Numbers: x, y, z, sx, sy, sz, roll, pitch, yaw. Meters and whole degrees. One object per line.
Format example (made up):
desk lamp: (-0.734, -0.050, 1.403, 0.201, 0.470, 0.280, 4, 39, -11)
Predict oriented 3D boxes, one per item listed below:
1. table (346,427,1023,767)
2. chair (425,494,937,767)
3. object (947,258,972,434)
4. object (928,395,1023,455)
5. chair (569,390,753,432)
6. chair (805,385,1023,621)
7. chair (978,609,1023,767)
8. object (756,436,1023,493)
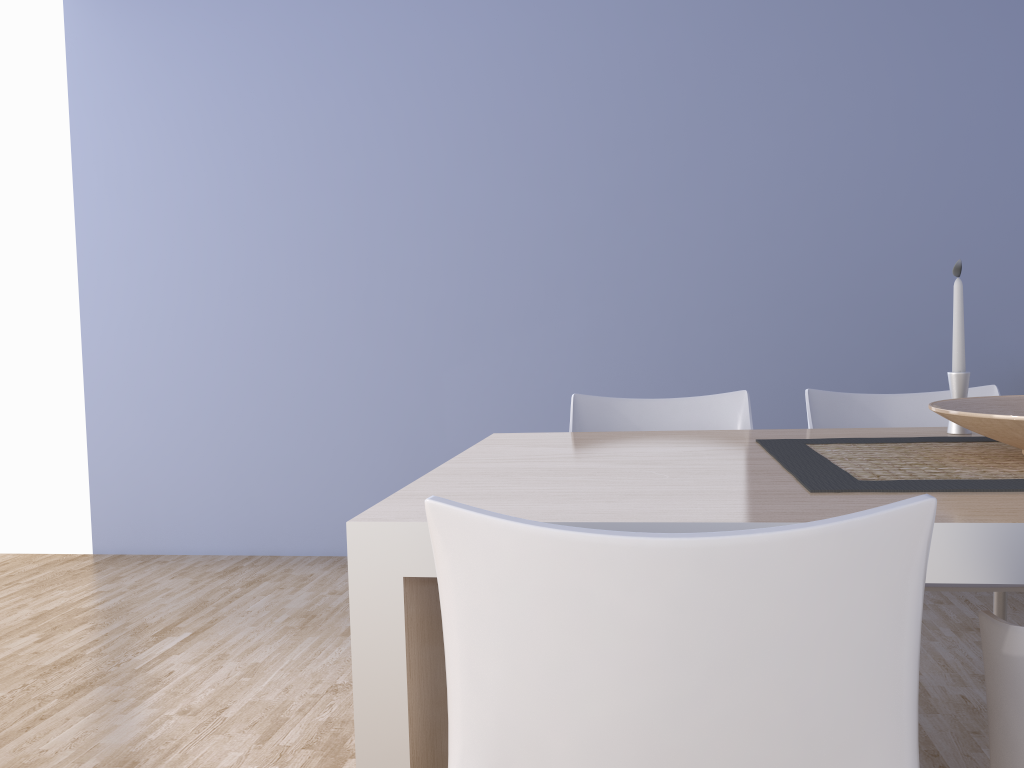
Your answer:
table: (1.043, 0.473, 1.401, 2.340, 0.718, 1.002, -1, 3, 9)
chair: (0.175, 0.484, 0.957, 0.510, 0.793, 0.486, -1, 3, 9)
object: (0.893, -0.076, 1.772, 0.045, 0.349, 0.045, -4, 4, -39)
object: (0.927, 0.073, 1.393, 0.493, 0.081, 0.493, 0, 3, 28)
chair: (0.355, 0.424, 2.088, 0.510, 0.793, 0.486, -1, 3, 9)
chair: (0.922, 0.411, 1.997, 0.510, 0.793, 0.486, -1, 3, 9)
chair: (0.763, 0.470, 0.863, 0.510, 0.793, 0.486, -1, 3, 10)
object: (0.926, 0.115, 1.392, 0.986, 0.005, 0.594, -1, 3, 9)
